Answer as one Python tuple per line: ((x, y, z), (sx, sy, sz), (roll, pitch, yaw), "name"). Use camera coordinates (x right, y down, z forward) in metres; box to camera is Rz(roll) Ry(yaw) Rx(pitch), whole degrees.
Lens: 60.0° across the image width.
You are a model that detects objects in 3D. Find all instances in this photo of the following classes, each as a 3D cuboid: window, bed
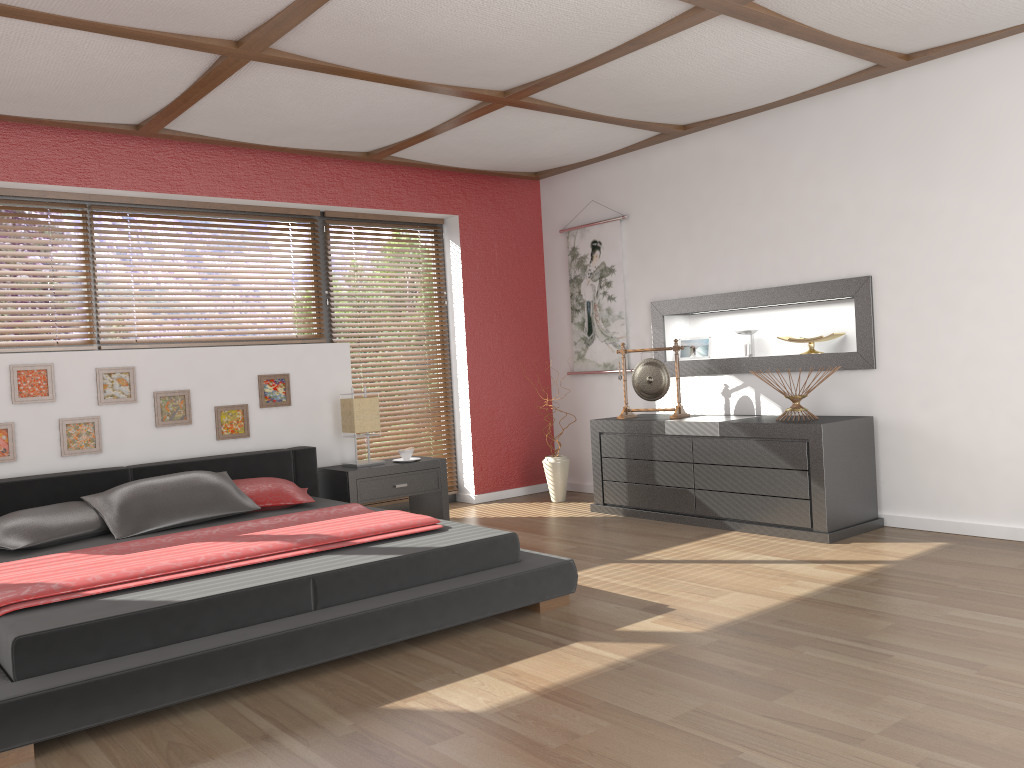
((-2.423, -0.624, 5.105), (2.817, 0.786, 0.020), (-4, 2, -39), "window")
((-0.875, -0.195, 6.334), (0.889, 1.893, 0.020), (-4, 2, -39), "window")
((-1.451, 0.710, 3.802), (2.469, 0.577, 2.413), (-4, 2, -39), "bed")

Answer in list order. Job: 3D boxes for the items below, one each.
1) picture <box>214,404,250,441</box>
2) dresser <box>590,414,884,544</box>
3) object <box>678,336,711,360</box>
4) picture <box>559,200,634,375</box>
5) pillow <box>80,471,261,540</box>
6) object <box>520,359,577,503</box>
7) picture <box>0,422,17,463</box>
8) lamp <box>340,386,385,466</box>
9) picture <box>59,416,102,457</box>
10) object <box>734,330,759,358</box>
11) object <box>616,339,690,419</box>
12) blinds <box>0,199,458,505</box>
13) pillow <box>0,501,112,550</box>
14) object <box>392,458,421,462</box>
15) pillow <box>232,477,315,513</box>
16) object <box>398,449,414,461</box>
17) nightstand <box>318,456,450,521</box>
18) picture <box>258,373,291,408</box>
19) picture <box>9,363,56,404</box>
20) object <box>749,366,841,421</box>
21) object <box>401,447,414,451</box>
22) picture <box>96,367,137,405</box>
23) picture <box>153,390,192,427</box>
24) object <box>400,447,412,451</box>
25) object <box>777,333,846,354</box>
((-1.654, 0.225, 5.247), (0.200, 0.200, 0.010), (-4, 2, -39), "picture")
((1.253, 0.507, 5.327), (0.540, 0.608, 1.740), (-4, 2, -39), "dresser")
((1.227, -0.240, 5.962), (0.226, 0.146, 0.041), (-3, 1, 31), "object")
((0.613, -0.706, 6.481), (0.028, 1.270, 0.701), (-4, 2, -39), "picture")
((-1.669, 0.569, 4.373), (0.744, 0.241, 0.386), (-4, 2, -43), "pillow")
((0.257, 0.328, 6.306), (0.364, 1.035, 0.422), (-3, 1, 27), "object")
((-2.619, 0.301, 4.472), (0.200, 0.200, 0.010), (-4, 2, -39), "picture")
((-0.945, 0.258, 5.551), (0.200, 0.480, 0.200), (-4, 2, -39), "lamp")
((-2.299, 0.278, 4.729), (0.200, 0.200, 0.010), (-4, 2, -39), "picture")
((1.505, -0.257, 5.667), (0.159, 0.171, 0.159), (-3, 1, 10), "object")
((0.892, -0.031, 5.691), (0.490, 0.498, 0.173), (-2, 2, 36), "object")
((-2.350, -0.048, 5.062), (4.840, 1.952, 0.032), (-4, 2, -39), "blinds")
((-2.119, 0.652, 4.121), (0.418, 0.172, 0.745), (-3, 1, 27), "pillow")
((-0.670, 0.485, 5.643), (0.179, 0.012, 0.179), (-4, 1, -14), "object")
((-1.442, 0.600, 4.732), (0.745, 0.172, 0.418), (-4, 1, -20), "pillow")
((-0.672, 0.452, 5.642), (0.099, 0.069, 0.099), (-4, 1, -14), "object")
((-0.801, 0.711, 5.603), (0.700, 0.423, 0.413), (-4, 2, -39), "nightstand")
((-1.449, 0.041, 5.415), (0.200, 0.200, 0.010), (-4, 2, -39), "picture")
((-2.480, -0.003, 4.591), (0.200, 0.200, 0.010), (-4, 2, -39), "picture")
((1.562, 0.055, 4.882), (0.481, 0.282, 0.481), (-3, 1, 18), "object")
((-0.667, 0.414, 5.626), (0.007, 0.007, 0.192), (-3, 1, 21), "object")
((-2.161, 0.009, 4.846), (0.200, 0.200, 0.010), (-4, 2, -39), "picture")
((-1.924, 0.138, 5.033), (0.200, 0.200, 0.010), (-4, 2, -39), "picture")
((-0.675, 0.414, 5.648), (0.007, 0.007, 0.192), (-3, 1, 16), "object")
((1.787, -0.236, 5.291), (0.350, 0.116, 0.181), (-2, 2, 41), "object")
